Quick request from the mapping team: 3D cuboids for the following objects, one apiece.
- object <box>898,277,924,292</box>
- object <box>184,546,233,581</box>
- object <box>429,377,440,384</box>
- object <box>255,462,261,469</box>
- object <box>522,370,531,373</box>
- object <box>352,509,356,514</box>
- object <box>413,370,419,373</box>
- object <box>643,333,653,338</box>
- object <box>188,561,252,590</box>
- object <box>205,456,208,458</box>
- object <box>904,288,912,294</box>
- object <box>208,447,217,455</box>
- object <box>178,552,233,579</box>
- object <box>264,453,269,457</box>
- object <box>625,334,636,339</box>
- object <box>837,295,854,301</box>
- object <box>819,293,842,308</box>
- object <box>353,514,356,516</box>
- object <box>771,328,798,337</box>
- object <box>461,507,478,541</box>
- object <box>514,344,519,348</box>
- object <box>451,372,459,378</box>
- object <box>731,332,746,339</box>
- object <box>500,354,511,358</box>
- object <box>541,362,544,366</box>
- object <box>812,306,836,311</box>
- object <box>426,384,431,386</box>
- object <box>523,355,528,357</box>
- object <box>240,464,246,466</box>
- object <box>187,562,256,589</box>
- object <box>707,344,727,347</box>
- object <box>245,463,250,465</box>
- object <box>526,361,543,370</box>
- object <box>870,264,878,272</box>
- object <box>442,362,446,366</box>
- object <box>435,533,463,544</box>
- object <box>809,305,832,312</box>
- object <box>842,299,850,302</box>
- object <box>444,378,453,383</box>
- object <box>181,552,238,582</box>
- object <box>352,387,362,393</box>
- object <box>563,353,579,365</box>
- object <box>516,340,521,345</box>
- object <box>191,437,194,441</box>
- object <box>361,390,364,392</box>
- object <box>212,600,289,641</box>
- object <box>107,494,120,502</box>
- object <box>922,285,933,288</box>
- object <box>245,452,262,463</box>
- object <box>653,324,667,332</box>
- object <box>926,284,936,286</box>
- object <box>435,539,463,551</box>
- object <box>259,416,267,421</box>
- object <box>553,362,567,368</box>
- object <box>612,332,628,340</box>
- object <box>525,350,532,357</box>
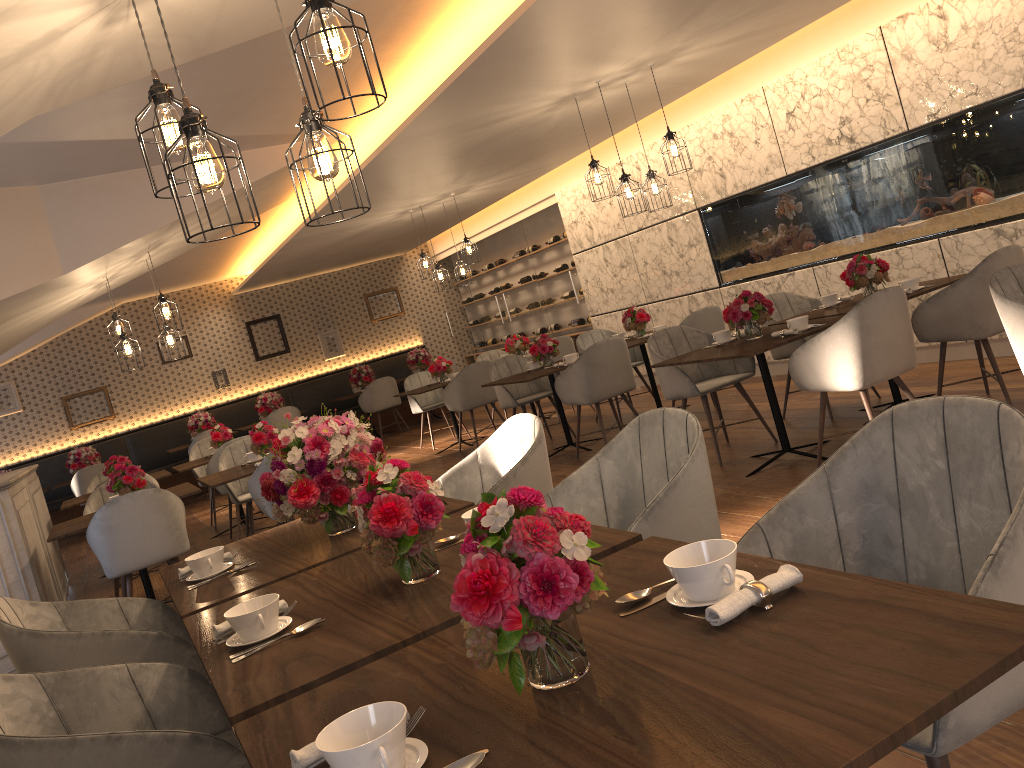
[{"bbox_3d":[2.370,-0.586,5.271,0.147,0.072,0.149,-15,4,17],"label":"object"},{"bbox_3d":[-0.967,0.572,2.812,0.147,0.072,0.149,-15,4,17],"label":"object"},{"bbox_3d":[-0.863,-0.045,9.946,0.147,0.072,0.149,-12,5,42],"label":"object"},{"bbox_3d":[-1.688,0.540,5.921,0.056,0.039,0.175,-18,5,-25],"label":"object"},{"bbox_3d":[0.111,-0.105,7.650,0.043,0.015,0.196,-18,5,-29],"label":"object"},{"bbox_3d":[-0.514,0.440,3.204,0.198,0.015,0.042,-19,5,-29],"label":"object"},{"bbox_3d":[-1.490,-0.191,13.901,0.147,0.072,0.149,-15,4,17],"label":"object"},{"bbox_3d":[1.181,-0.415,7.536,0.056,0.039,0.175,-18,5,-25],"label":"object"},{"bbox_3d":[-0.894,0.589,2.719,0.198,0.015,0.042,-19,5,-29],"label":"object"},{"bbox_3d":[-2.954,0.701,8.524,0.043,0.015,0.196,-18,5,-29],"label":"object"},{"bbox_3d":[2.276,-0.538,5.221,0.056,0.039,0.175,-18,5,-25],"label":"object"},{"bbox_3d":[-2.873,0.642,8.590,0.147,0.072,0.149,-14,5,32],"label":"object"},{"bbox_3d":[-1.011,0.594,2.914,0.177,0.039,0.056,-18,4,-26],"label":"object"},{"bbox_3d":[-1.595,0.492,5.971,0.147,0.072,0.149,-14,5,32],"label":"object"},{"bbox_3d":[1.087,-0.440,8.167,0.056,0.039,0.175,-18,5,-25],"label":"object"},{"bbox_3d":[2.183,-0.563,5.853,0.056,0.039,0.175,-18,5,-25],"label":"object"},{"bbox_3d":[2.080,-0.547,5.802,0.147,0.072,0.149,-15,4,17],"label":"object"},{"bbox_3d":[-0.504,0.446,3.169,0.212,0.004,0.022,-18,5,-26],"label":"object"},{"bbox_3d":[1.484,-0.278,4.820,0.056,0.039,0.175,-18,5,-25],"label":"object"},{"bbox_3d":[-0.061,0.357,2.271,0.147,0.072,0.149,-15,4,17],"label":"object"},{"bbox_3d":[0.042,-0.429,10.005,0.050,0.052,0.077,-17,4,-15],"label":"object"},{"bbox_3d":[-0.573,-0.085,9.414,0.147,0.072,0.149,-12,5,42],"label":"object"},{"bbox_3d":[1.391,-0.303,5.451,0.056,0.039,0.175,-18,5,-25],"label":"object"},{"bbox_3d":[-0.071,-0.305,10.347,0.147,0.072,0.149,-12,5,42],"label":"object"},{"bbox_3d":[0.295,-0.180,7.766,0.056,0.039,0.175,-18,5,-25],"label":"object"},{"bbox_3d":[2.033,-0.493,5.745,0.022,0.004,0.210,-18,5,-25],"label":"object"},{"bbox_3d":[-0.944,0.014,9.879,0.043,0.015,0.196,-18,5,-29],"label":"object"},{"bbox_3d":[0.126,-0.296,9.765,0.056,0.039,0.175,-18,5,-25],"label":"object"},{"bbox_3d":[-1.966,0.590,6.436,0.043,0.015,0.196,-18,5,-29],"label":"object"},{"bbox_3d":[-0.901,0.594,2.754,0.212,0.004,0.022,-18,5,-26],"label":"object"},{"bbox_3d":[1.241,-0.233,5.344,0.022,0.004,0.210,-18,5,-25],"label":"object"},{"bbox_3d":[-1.931,0.585,6.445,0.022,0.004,0.210,-18,5,-25],"label":"object"},{"bbox_3d":[0.192,-0.164,7.716,0.147,0.072,0.149,-12,5,42],"label":"object"},{"bbox_3d":[2.209,-0.709,5.459,0.076,0.052,0.049,-13,4,44],"label":"object"},{"bbox_3d":[-0.754,-0.210,9.628,0.076,0.052,0.046,-14,3,26],"label":"object"},{"bbox_3d":[-0.117,0.395,2.365,0.198,0.015,0.042,-19,5,-29],"label":"object"},{"bbox_3d":[1.999,-0.488,5.736,0.043,0.015,0.196,-18,5,-29],"label":"object"},{"bbox_3d":[2.159,-0.547,5.829,0.025,0.024,0.192,-17,5,-25],"label":"object"},{"bbox_3d":[-0.666,-0.036,9.364,0.056,0.039,0.175,-18,5,-25],"label":"object"},{"bbox_3d":[-0.986,0.596,2.888,0.194,0.024,0.025,-18,4,-26],"label":"object"},{"bbox_3d":[-2.354,0.092,13.464,0.147,0.072,0.149,-14,4,22],"label":"object"},{"bbox_3d":[0.482,-0.203,7.184,0.147,0.072,0.149,-12,5,42],"label":"object"},{"bbox_3d":[0.059,-0.466,10.004,0.076,0.052,0.049,-13,4,44],"label":"object"},{"bbox_3d":[-4.422,0.771,12.416,0.147,0.072,0.149,-14,4,22],"label":"object"},{"bbox_3d":[-2.157,0.101,12.883,0.056,0.039,0.175,-18,5,-25],"label":"object"},{"bbox_3d":[-0.614,0.549,2.076,0.177,0.039,0.056,-18,4,-26],"label":"object"},{"bbox_3d":[-2.700,0.798,6.090,0.147,0.072,0.149,-14,5,32],"label":"object"},{"bbox_3d":[2.435,-0.574,5.329,0.022,0.004,0.210,-18,5,-25],"label":"object"},{"bbox_3d":[-1.885,0.531,6.502,0.147,0.072,0.149,-14,5,32],"label":"object"},{"bbox_3d":[1.275,-0.463,7.585,0.147,0.072,0.149,-12,5,42],"label":"object"},{"bbox_3d":[2.467,-0.590,5.338,0.043,0.015,0.196,-18,5,-29],"label":"object"},{"bbox_3d":[-0.107,0.401,2.331,0.212,0.004,0.022,-18,5,-26],"label":"object"},{"bbox_3d":[-3.585,0.496,12.840,0.147,0.072,0.149,-14,4,22],"label":"object"},{"bbox_3d":[0.389,-0.155,7.135,0.056,0.039,0.175,-18,5,-25],"label":"object"},{"bbox_3d":[0.984,-0.424,8.117,0.147,0.072,0.149,-12,5,42],"label":"object"},{"bbox_3d":[0.219,-0.344,9.815,0.147,0.072,0.149,-12,5,42],"label":"object"}]
